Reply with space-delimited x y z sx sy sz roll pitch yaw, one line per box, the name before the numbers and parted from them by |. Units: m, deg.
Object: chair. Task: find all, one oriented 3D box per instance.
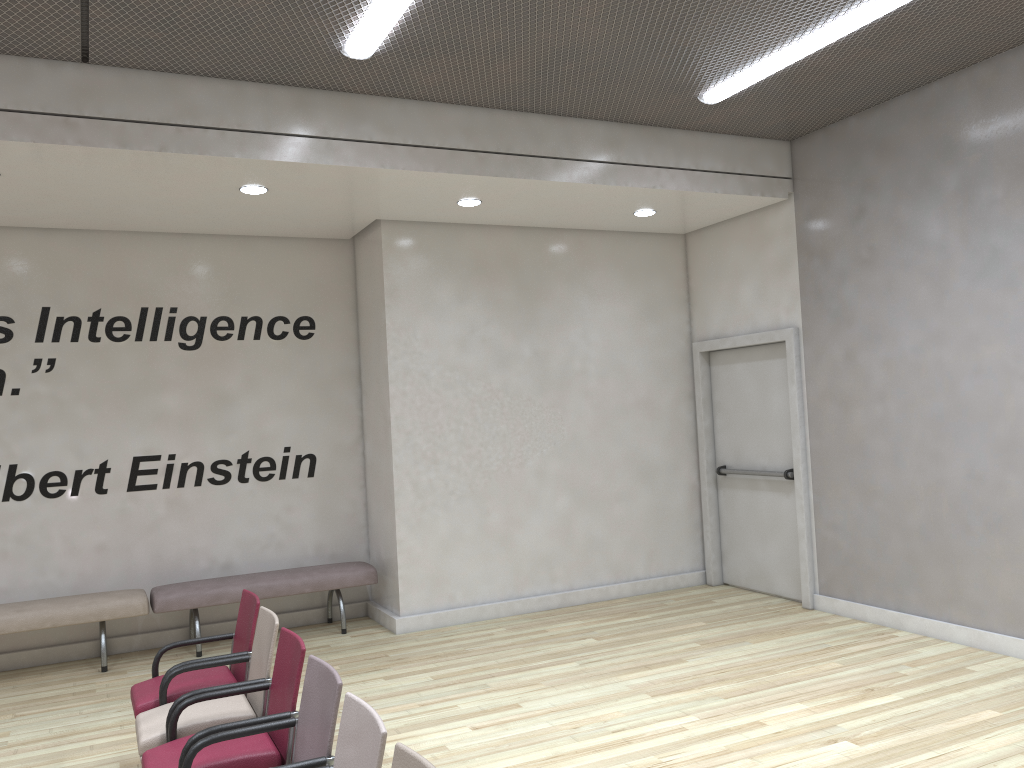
chair | -0.465 1.453 2.170 0.640 0.890 0.513 -2 -2 -25
chair | -0.703 1.482 2.664 0.640 0.890 0.513 -2 -2 -25
chair | -1.416 1.569 4.166 0.640 0.890 0.513 -2 -2 -25
chair | -0.933 1.511 3.167 0.640 0.890 0.513 -2 -2 -26
chair | -1.178 1.540 3.672 0.640 0.890 0.513 -2 -2 -26
chair | -1.649 1.597 4.663 0.640 0.890 0.513 -2 -2 -26

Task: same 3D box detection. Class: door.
door | 2.251 0.748 8.214 0.200 2.400 1.400 -2 -2 -26

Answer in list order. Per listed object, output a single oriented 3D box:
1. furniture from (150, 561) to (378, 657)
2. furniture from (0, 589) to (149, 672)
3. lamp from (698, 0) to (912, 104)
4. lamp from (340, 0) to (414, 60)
furniture | -2.069 1.881 7.526 1.833 0.550 0.530 -2 -2 -26
furniture | -3.740 1.944 6.723 1.833 0.550 0.530 -2 -2 -26
lamp | 2.136 -2.135 4.939 0.198 0.045 3.304 -2 -2 -26
lamp | -0.217 -2.047 3.809 0.198 0.045 3.304 -2 -2 -26
